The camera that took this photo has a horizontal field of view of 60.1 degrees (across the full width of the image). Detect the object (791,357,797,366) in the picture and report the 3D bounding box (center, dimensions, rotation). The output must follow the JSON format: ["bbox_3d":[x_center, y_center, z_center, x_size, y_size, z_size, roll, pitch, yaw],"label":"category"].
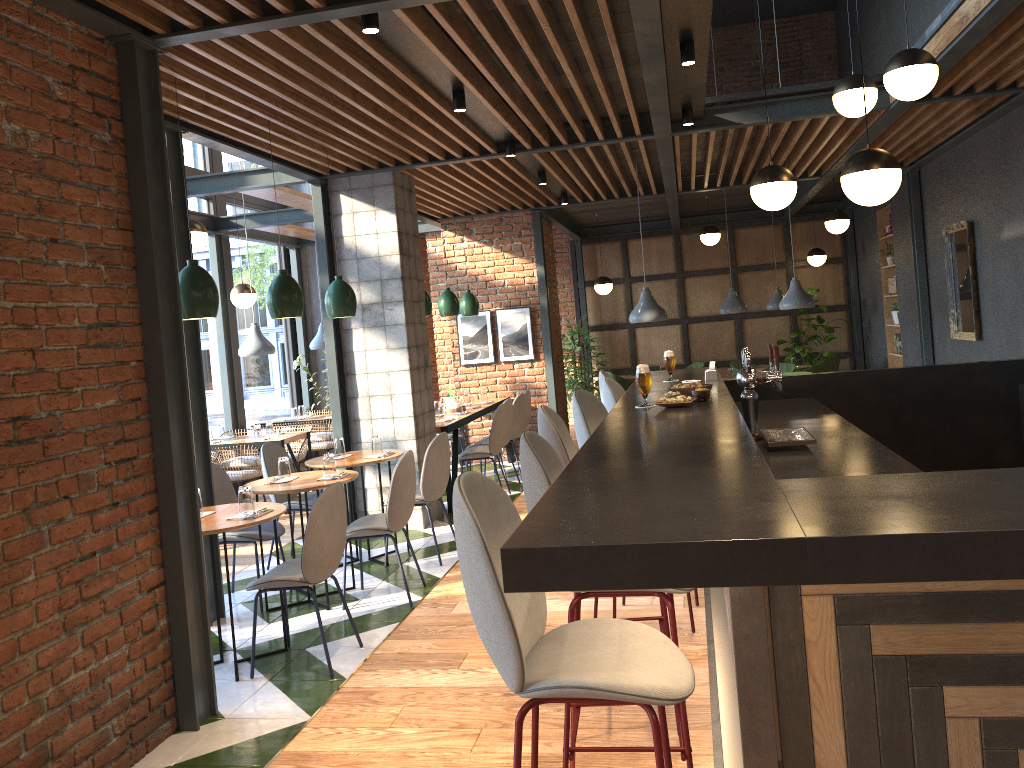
[{"bbox_3d":[3.956,-0.310,12.459,0.080,0.138,0.080,-4,2,19],"label":"object"}]

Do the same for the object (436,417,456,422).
[{"bbox_3d":[-0.626,0.333,8.256,0.157,0.019,0.243,-4,4,12],"label":"object"}]

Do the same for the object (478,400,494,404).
[{"bbox_3d":[-0.288,0.201,9.925,0.157,0.019,0.243,-4,4,12],"label":"object"}]

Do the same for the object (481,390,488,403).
[{"bbox_3d":[-0.313,0.135,9.949,0.080,0.138,0.080,-5,2,-15],"label":"object"}]

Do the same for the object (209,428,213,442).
[{"bbox_3d":[-2.977,0.502,8.693,0.080,0.138,0.080,-5,2,-13],"label":"object"}]

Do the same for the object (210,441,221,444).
[{"bbox_3d":[-2.984,0.571,8.673,0.242,0.019,0.158,-4,4,14],"label":"object"}]

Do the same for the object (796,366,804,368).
[{"bbox_3d":[3.958,-0.242,12.428,0.243,0.019,0.157,-7,4,-34],"label":"object"}]

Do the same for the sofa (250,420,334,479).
[{"bbox_3d":[-2.438,0.784,10.130,1.091,0.732,0.471,-4,2,11],"label":"sofa"}]

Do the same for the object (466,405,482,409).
[{"bbox_3d":[-0.415,0.245,9.390,0.157,0.019,0.243,-4,4,12],"label":"object"}]

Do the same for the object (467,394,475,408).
[{"bbox_3d":[-0.440,0.179,9.415,0.080,0.138,0.080,-5,2,-15],"label":"object"}]

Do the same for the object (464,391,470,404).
[{"bbox_3d":[-0.509,0.149,9.991,0.080,0.138,0.080,-4,2,33],"label":"object"}]

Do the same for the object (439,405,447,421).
[{"bbox_3d":[-0.650,0.267,8.281,0.080,0.138,0.080,-4,2,35],"label":"object"}]

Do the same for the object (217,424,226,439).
[{"bbox_3d":[-2.957,0.481,9.006,0.080,0.138,0.080,-5,2,14],"label":"object"}]

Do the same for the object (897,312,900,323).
[{"bbox_3d":[4.930,-0.925,11.165,0.143,0.349,0.144,-4,1,29],"label":"object"}]

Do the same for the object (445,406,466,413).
[{"bbox_3d":[-0.603,0.262,9.146,0.251,0.046,0.253,-6,4,-15],"label":"object"}]

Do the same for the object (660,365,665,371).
[{"bbox_3d":[2.265,-0.219,13.345,0.080,0.138,0.080,-5,2,-10],"label":"object"}]

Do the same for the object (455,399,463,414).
[{"bbox_3d":[-0.535,0.222,8.854,0.080,0.138,0.080,-6,2,-25],"label":"object"}]

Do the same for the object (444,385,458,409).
[{"bbox_3d":[-0.632,0.145,9.195,0.146,0.276,0.146,-5,1,-8],"label":"object"}]

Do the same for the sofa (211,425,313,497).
[{"bbox_3d":[-2.594,0.846,9.349,1.091,0.732,0.471,-4,2,11],"label":"sofa"}]

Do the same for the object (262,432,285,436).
[{"bbox_3d":[-2.404,0.505,8.919,0.242,0.019,0.158,-4,4,14],"label":"object"}]

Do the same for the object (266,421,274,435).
[{"bbox_3d":[-2.435,0.443,8.901,0.080,0.138,0.080,-5,2,-13],"label":"object"}]

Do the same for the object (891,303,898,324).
[{"bbox_3d":[5.055,-0.936,11.604,0.173,0.295,0.190,-5,2,-15],"label":"object"}]

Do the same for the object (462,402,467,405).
[{"bbox_3d":[-0.522,0.215,10.017,0.157,0.019,0.243,-4,4,10],"label":"object"}]

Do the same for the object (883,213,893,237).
[{"bbox_3d":[4.901,-2.053,11.362,0.204,0.284,0.518,-5,3,12],"label":"object"}]

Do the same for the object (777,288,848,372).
[{"bbox_3d":[4.448,-0.528,13.123,1.055,1.793,0.723,-4,1,22],"label":"object"}]

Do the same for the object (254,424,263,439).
[{"bbox_3d":[-2.465,0.465,8.589,0.080,0.138,0.080,-5,2,13],"label":"object"}]

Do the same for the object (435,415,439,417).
[{"bbox_3d":[-0.754,0.306,8.878,0.157,0.019,0.243,-4,4,12],"label":"object"}]

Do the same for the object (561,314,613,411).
[{"bbox_3d":[1.075,-0.242,13.778,0.980,1.721,0.913,-6,2,-23],"label":"object"}]

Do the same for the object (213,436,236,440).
[{"bbox_3d":[-2.927,0.544,9.026,0.242,0.019,0.158,-4,4,11],"label":"object"}]

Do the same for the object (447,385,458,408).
[{"bbox_3d":[-0.591,0.146,9.075,0.115,0.282,0.128,-5,1,7],"label":"object"}]

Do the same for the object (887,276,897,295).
[{"bbox_3d":[4.996,-1.277,11.415,0.199,0.241,0.341,-5,3,7],"label":"object"}]

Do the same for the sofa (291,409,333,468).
[{"bbox_3d":[-2.218,0.696,11.237,1.091,0.732,0.471,-4,2,11],"label":"sofa"}]

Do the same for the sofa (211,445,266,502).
[{"bbox_3d":[-2.814,0.933,8.242,1.091,0.732,0.471,-4,2,11],"label":"sofa"}]

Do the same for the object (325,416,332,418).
[{"bbox_3d":[-2.105,0.383,10.471,0.242,0.019,0.158,-4,4,12],"label":"object"}]

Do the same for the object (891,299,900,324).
[{"bbox_3d":[4.976,-0.934,11.401,0.213,0.329,0.233,-4,2,17],"label":"object"}]

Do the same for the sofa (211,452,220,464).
[{"bbox_3d":[-2.965,0.994,7.480,1.091,0.732,0.471,-4,2,11],"label":"sofa"}]

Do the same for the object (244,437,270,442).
[{"bbox_3d":[-2.475,0.533,8.569,0.242,0.019,0.158,-4,4,10],"label":"object"}]

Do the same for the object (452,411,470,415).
[{"bbox_3d":[-0.510,0.288,8.830,0.157,0.019,0.243,-4,4,12],"label":"object"}]

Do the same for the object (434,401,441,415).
[{"bbox_3d":[-0.741,0.240,8.852,0.080,0.138,0.080,-4,2,35],"label":"object"}]

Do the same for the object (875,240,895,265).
[{"bbox_3d":[4.913,-1.701,11.449,0.174,0.329,0.537,-5,3,-9],"label":"object"}]

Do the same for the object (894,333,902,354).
[{"bbox_3d":[5.029,-0.522,11.433,0.150,0.257,0.522,-5,3,11],"label":"object"}]
